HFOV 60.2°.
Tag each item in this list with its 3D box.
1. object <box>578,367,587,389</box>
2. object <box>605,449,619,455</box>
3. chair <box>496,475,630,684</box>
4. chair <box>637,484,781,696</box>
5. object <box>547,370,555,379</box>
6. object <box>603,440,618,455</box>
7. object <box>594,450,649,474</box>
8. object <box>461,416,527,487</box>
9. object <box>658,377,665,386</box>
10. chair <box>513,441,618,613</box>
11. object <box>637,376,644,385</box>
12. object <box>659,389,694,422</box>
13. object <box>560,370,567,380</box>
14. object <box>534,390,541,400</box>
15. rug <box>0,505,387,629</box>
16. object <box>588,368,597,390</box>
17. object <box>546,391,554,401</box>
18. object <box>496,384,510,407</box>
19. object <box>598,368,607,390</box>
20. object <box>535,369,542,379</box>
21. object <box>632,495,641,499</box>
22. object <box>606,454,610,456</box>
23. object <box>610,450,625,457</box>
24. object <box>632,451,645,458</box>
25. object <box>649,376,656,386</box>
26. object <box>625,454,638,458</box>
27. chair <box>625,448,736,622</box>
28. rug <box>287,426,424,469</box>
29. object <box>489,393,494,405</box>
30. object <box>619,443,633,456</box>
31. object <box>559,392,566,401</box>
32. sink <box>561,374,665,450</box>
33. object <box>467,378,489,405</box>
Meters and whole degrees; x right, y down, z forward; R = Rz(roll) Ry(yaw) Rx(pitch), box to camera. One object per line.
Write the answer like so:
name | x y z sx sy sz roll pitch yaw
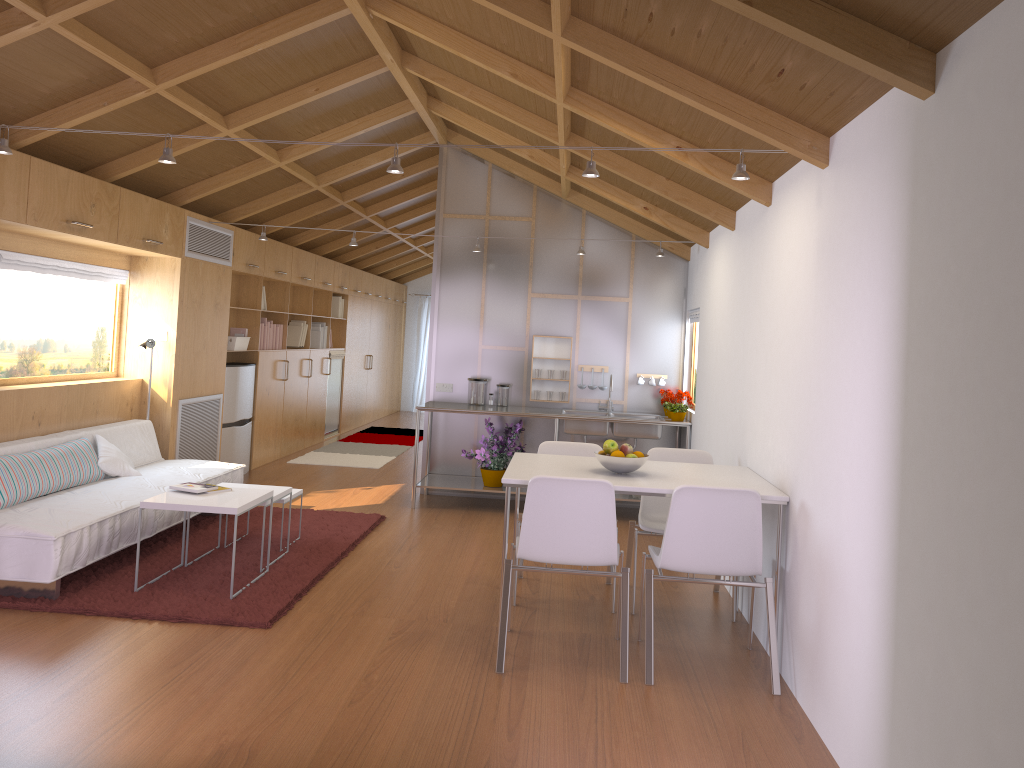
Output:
object | 0.583 -0.048 7.315 0.075 0.183 0.074 2 -1 35
object | 0.474 0.323 4.178 0.067 0.068 0.068 3 1 -21
chair | 0.236 0.766 3.800 0.531 0.787 0.546 3 0 4
chair | 0.828 0.799 3.760 0.531 0.787 0.546 3 0 4
object | 0.322 -0.078 7.335 0.061 0.077 0.061 3 0 -22
object | 0.456 0.291 4.083 0.070 0.069 0.077 3 1 4
object | 0.506 0.370 4.103 0.254 0.090 0.255 1 3 -44
object | -0.135 0.530 6.959 0.524 0.554 0.351 3 0 -5
object | 1.236 -0.021 7.293 0.059 0.080 0.062 3 0 4
chair | 0.296 0.723 4.705 0.531 0.787 0.546 3 0 4
object | 1.065 -0.030 7.305 0.059 0.080 0.062 3 0 4
object | 1.284 0.162 6.973 0.233 0.235 0.688 3 2 4
object | 0.425 -0.072 7.328 0.061 0.077 0.061 3 0 -22
object | 0.209 0.093 7.337 0.061 0.077 0.061 3 0 16
rug | -1.942 0.970 5.216 1.885 0.020 2.480 3 3 4
object | 0.669 -0.043 7.310 0.075 0.183 0.074 2 -1 35
object | 0.313 0.099 7.330 0.061 0.077 0.061 3 0 -22
object | -0.076 0.095 7.303 0.113 0.177 0.113 3 0 24
object | 0.754 -0.038 7.304 0.075 0.183 0.074 2 -1 35
object | 0.219 -0.084 7.342 0.061 0.077 0.061 3 0 16
object | 1.059 0.796 6.916 0.299 0.159 0.414 3 2 4
object | 0.472 0.353 4.110 0.080 0.089 0.078 3 0 -37
object | 0.483 0.338 4.041 0.067 0.068 0.068 3 1 -21
object | 0.584 0.346 4.112 0.067 0.066 0.068 2 1 -42
object | 1.158 -0.024 7.293 0.059 0.081 0.062 3 0 11
object | 0.548 0.354 4.052 0.070 0.069 0.077 3 1 4
chair | 0.889 0.757 4.665 0.531 0.787 0.546 3 0 4
rug | -1.646 0.720 10.555 0.917 0.011 3.721 3 3 4
object | -0.171 0.124 7.212 0.037 0.092 0.037 3 -1 19
object | 0.529 0.309 4.100 0.063 0.067 0.061 4 1 42
object | 0.416 0.105 7.323 0.061 0.077 0.061 3 0 -22
sink | 0.796 0.247 7.046 0.810 0.641 0.563 3 0 4
object | -0.285 0.063 7.298 0.172 0.216 0.171 3 0 17
